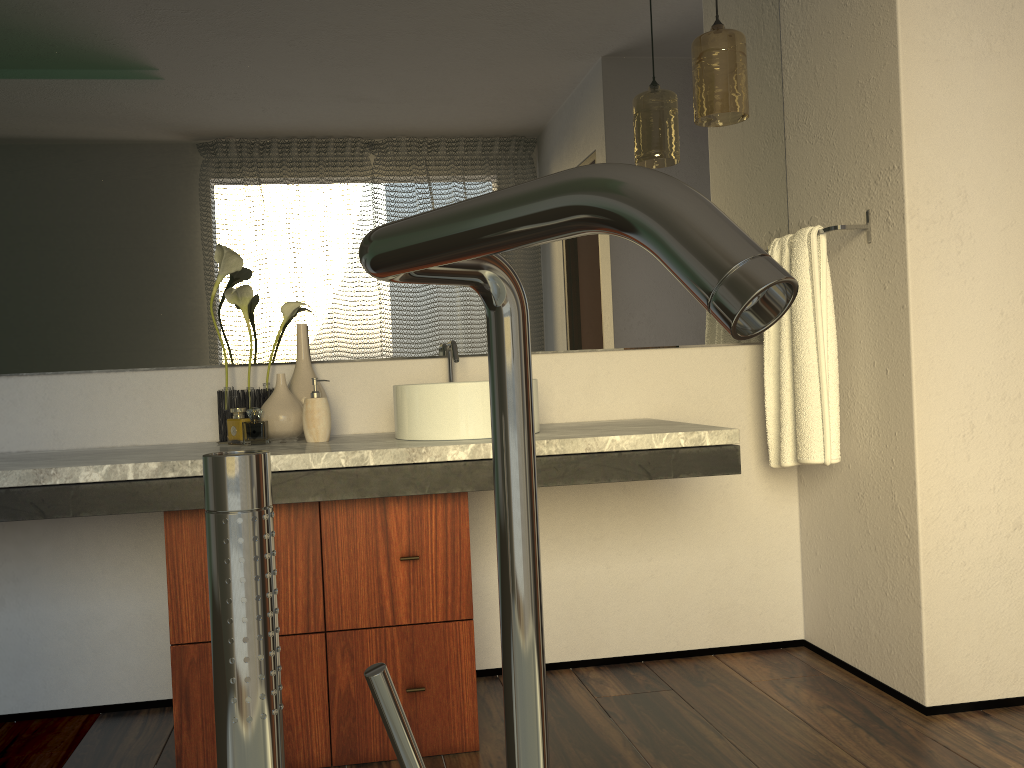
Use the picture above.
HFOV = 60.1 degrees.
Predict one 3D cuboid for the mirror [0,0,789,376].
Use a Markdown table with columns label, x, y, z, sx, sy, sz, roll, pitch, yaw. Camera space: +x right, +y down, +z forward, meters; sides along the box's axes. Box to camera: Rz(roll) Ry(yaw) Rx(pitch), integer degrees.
| label | x | y | z | sx | sy | sz | roll | pitch | yaw |
| --- | --- | --- | --- | --- | --- | --- | --- | --- | --- |
| mirror | -1.200 | -0.602 | 2.306 | 4.049 | 1.152 | 0.017 | -3 | 1 | -8 |

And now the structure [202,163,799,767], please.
| label | x | y | z | sx | sy | sz | roll | pitch | yaw |
| --- | --- | --- | --- | --- | --- | --- | --- | --- | --- |
| structure | 0.033 | 0.390 | 0.365 | 0.250 | 0.897 | 0.270 | -2 | 1 | 30 |

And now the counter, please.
| label | x | y | z | sx | sy | sz | roll | pitch | yaw |
| --- | --- | --- | --- | --- | --- | --- | --- | --- | --- |
| counter | -0.657 | 0.202 | 2.096 | 2.242 | 0.101 | 0.591 | -3 | 1 | -9 |

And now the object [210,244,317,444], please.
| label | x | y | z | sx | sy | sz | roll | pitch | yaw |
| --- | --- | --- | --- | --- | --- | --- | --- | --- | --- |
| object | -0.651 | -0.102 | 2.298 | 0.238 | 0.504 | 0.192 | -3 | 1 | -32 |

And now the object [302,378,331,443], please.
| label | x | y | z | sx | sy | sz | roll | pitch | yaw |
| --- | --- | --- | --- | --- | --- | --- | --- | --- | --- |
| object | -0.481 | 0.064 | 2.175 | 0.069 | 0.158 | 0.072 | -3 | 1 | -27 |

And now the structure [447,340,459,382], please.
| label | x | y | z | sx | sy | sz | roll | pitch | yaw |
| --- | --- | --- | --- | --- | --- | --- | --- | --- | --- |
| structure | -0.175 | 0.006 | 2.348 | 0.066 | 0.242 | 0.165 | -3 | 1 | -7 |

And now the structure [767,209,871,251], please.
| label | x | y | z | sx | sy | sz | roll | pitch | yaw |
| --- | --- | --- | --- | --- | --- | --- | --- | --- | --- |
| structure | 0.811 | -0.391 | 2.379 | 0.101 | 0.088 | 0.372 | -3 | 1 | -11 |

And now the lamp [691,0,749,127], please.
| label | x | y | z | sx | sy | sz | roll | pitch | yaw |
| --- | --- | --- | --- | --- | --- | --- | --- | --- | --- |
| lamp | 0.529 | -1.124 | 2.312 | 0.142 | 0.867 | 0.136 | -2 | 1 | 33 |

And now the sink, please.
| label | x | y | z | sx | sy | sz | roll | pitch | yaw |
| --- | --- | --- | --- | --- | --- | --- | --- | --- | --- |
| sink | -0.113 | 0.060 | 2.190 | 0.349 | 0.131 | 0.365 | -3 | 1 | -32 |

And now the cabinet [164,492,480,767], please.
| label | x | y | z | sx | sy | sz | roll | pitch | yaw |
| --- | --- | --- | --- | --- | --- | --- | --- | --- | --- |
| cabinet | -0.453 | 0.539 | 2.165 | 0.654 | 0.599 | 0.516 | -3 | 1 | -9 |

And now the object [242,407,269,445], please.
| label | x | y | z | sx | sy | sz | roll | pitch | yaw |
| --- | --- | --- | --- | --- | --- | --- | --- | --- | --- |
| object | -0.625 | 0.102 | 2.155 | 0.057 | 0.090 | 0.039 | -3 | 1 | 1 |

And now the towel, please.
| label | x | y | z | sx | sy | sz | roll | pitch | yaw |
| --- | --- | --- | --- | --- | --- | --- | --- | --- | --- |
| towel | 0.766 | -0.090 | 2.363 | 0.162 | 0.636 | 0.256 | -3 | 1 | 8 |

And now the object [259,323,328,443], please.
| label | x | y | z | sx | sy | sz | roll | pitch | yaw |
| --- | --- | --- | --- | --- | --- | --- | --- | --- | --- |
| object | -0.564 | -0.006 | 2.279 | 0.122 | 0.305 | 0.236 | -2 | 1 | 16 |

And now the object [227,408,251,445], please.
| label | x | y | z | sx | sy | sz | roll | pitch | yaw |
| --- | --- | --- | --- | --- | --- | --- | --- | --- | --- |
| object | -0.680 | 0.106 | 2.207 | 0.067 | 0.092 | 0.038 | -2 | 1 | 40 |
